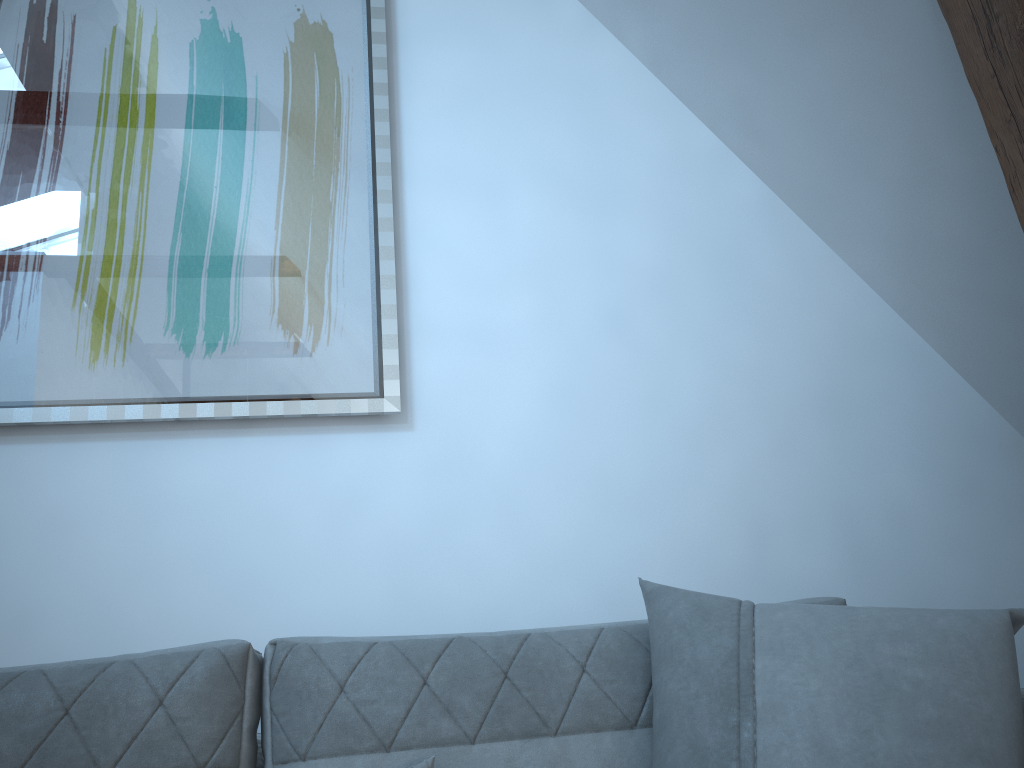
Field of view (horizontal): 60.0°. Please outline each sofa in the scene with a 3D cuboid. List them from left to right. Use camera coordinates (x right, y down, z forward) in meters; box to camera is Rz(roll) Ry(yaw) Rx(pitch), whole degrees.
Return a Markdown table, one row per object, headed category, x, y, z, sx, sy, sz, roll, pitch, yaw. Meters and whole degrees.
| category | x | y | z | sx | sy | sz | roll | pitch | yaw |
| --- | --- | --- | --- | --- | --- | --- | --- | --- | --- |
| sofa | -0.319 | 0.699 | 1.043 | 2.458 | 0.770 | 1.107 | -1 | -15 | -11 |

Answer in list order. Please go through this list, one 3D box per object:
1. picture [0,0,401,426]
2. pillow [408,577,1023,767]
| category | x | y | z | sx | sy | sz | roll | pitch | yaw |
| --- | --- | --- | --- | --- | --- | --- | --- | --- | --- |
| picture | -0.766 | -0.496 | 2.047 | 0.965 | 1.185 | 0.025 | -1 | -15 | -11 |
| pillow | -0.296 | 0.503 | 0.999 | 2.075 | 0.515 | 0.444 | -1 | -15 | -11 |
